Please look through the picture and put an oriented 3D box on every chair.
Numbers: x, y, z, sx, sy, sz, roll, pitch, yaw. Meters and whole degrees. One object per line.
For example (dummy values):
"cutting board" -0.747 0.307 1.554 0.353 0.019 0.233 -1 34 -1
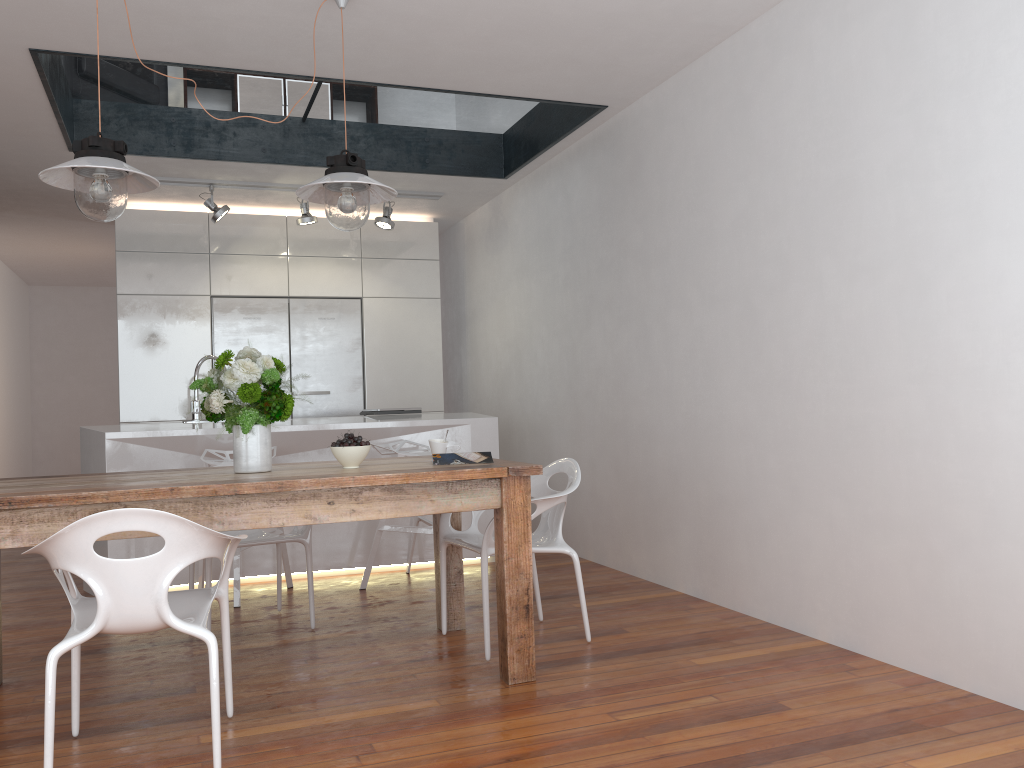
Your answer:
"chair" 0.021 0.667 3.574 0.505 0.710 0.577 -1 -2 -26
"chair" -1.182 0.716 3.932 0.577 0.710 0.505 -1 -2 -31
"chair" -0.525 0.691 4.795 0.428 0.765 0.492 -3 -2 24
"chair" -1.028 0.675 2.461 0.577 0.710 0.505 -2 -1 -16
"chair" -1.393 0.714 4.539 0.492 0.765 0.428 -2 -1 -11

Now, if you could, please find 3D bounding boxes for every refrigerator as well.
"refrigerator" -1.672 0.247 6.738 1.119 1.811 0.142 -1 -1 -21

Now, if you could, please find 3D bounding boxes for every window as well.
"window" -1.043 -1.704 4.932 2.700 0.035 1.546 -1 -1 -21

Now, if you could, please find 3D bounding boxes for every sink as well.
"sink" -1.753 0.110 5.418 0.492 0.570 0.459 -1 -1 -21

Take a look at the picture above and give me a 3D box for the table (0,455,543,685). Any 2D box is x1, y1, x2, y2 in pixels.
"table" -0.944 0.679 3.111 1.910 0.735 0.969 -1 -1 -21

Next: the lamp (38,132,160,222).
"lamp" -1.391 -0.701 2.999 0.372 0.306 0.372 -1 -2 -27

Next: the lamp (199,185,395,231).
"lamp" -1.462 -1.213 6.137 1.324 0.254 0.154 -1 -1 -21

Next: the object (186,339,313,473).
"object" -0.951 0.074 3.157 0.371 0.476 0.432 -2 -1 21

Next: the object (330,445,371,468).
"object" -0.578 0.261 3.182 0.146 0.079 0.146 -2 -1 -12

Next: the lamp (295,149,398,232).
"lamp" -0.614 -0.720 3.296 0.372 0.306 0.372 -3 -2 31

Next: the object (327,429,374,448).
"object" -0.579 0.211 3.184 0.159 0.095 0.141 -1 -2 -35

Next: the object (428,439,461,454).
"object" -0.276 0.262 3.608 0.127 0.078 0.082 -2 -1 -16

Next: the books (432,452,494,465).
"books" -0.189 0.274 3.324 0.218 0.035 0.267 -2 -1 -6

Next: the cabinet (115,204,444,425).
"cabinet" -1.846 -0.079 7.172 2.404 2.506 0.946 -1 -1 -21

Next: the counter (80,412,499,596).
"counter" -1.308 0.660 5.301 2.289 0.903 0.956 -1 -1 -21

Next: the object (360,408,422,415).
"object" -0.787 0.177 5.738 0.298 0.036 0.325 -1 -2 -31
